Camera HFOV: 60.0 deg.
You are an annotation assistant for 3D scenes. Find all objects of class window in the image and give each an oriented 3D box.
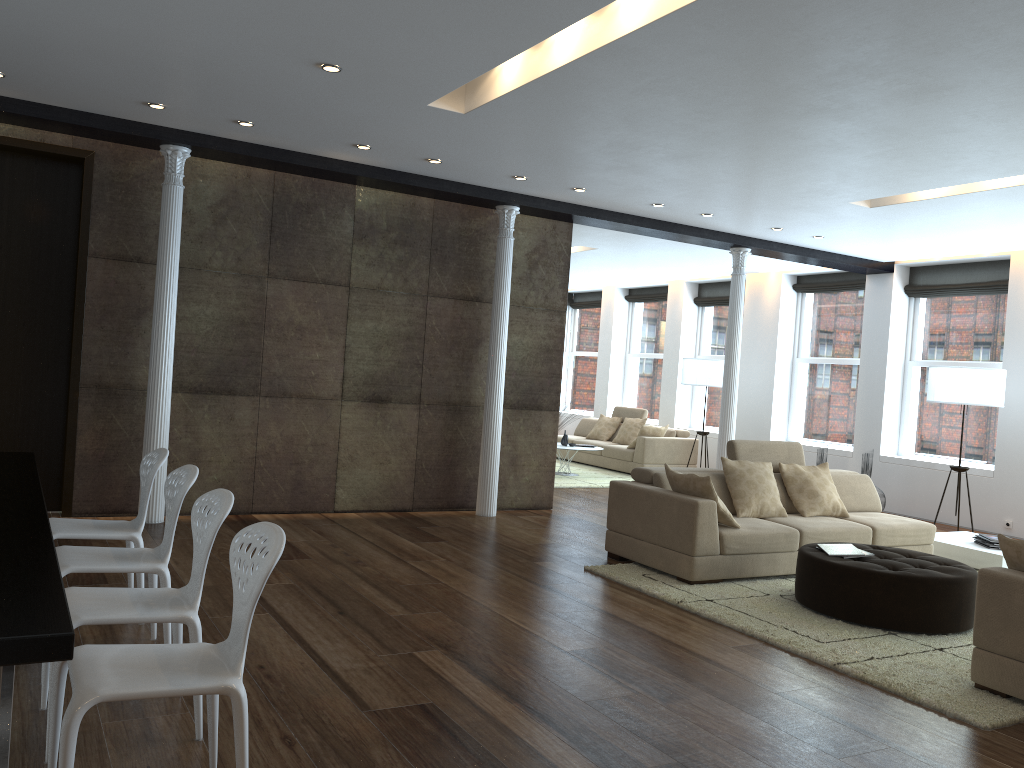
[{"bbox_3d":[2.402,-0.460,15.235,0.123,2.400,1.444,4,1,-30],"label":"window"},{"bbox_3d":[3.287,-0.378,13.676,0.123,2.400,1.345,4,1,-30],"label":"window"},{"bbox_3d":[4.307,-0.284,11.880,0.123,2.400,1.391,4,1,-30],"label":"window"},{"bbox_3d":[0.468,-0.621,17.109,1.474,2.400,0.123,4,1,-30],"label":"window"},{"bbox_3d":[5.201,-0.202,10.306,0.123,2.400,1.432,4,1,-30],"label":"window"},{"bbox_3d":[3.768,0.129,25.218,34.761,17.917,13.698,4,1,-30],"label":"window"}]

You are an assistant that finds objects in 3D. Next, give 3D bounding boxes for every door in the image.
[{"bbox_3d":[-3.841,-0.414,6.766,1.000,2.814,0.510,4,1,-30],"label":"door"}]

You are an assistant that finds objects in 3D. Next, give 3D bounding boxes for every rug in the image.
[{"bbox_3d":[3.079,1.491,6.041,4.231,0.020,2.972,4,1,-30],"label":"rug"},{"bbox_3d":[0.508,1.224,13.148,2.972,0.020,4.231,4,1,-30],"label":"rug"}]

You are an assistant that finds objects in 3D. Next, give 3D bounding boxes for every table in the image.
[{"bbox_3d":[-2.309,0.780,3.059,1.200,0.733,3.400,4,1,-30],"label":"table"},{"bbox_3d":[0.730,1.045,12.165,1.022,0.393,1.022,4,1,15],"label":"table"},{"bbox_3d":[4.043,1.447,7.625,0.900,0.170,0.900,4,1,-30],"label":"table"}]

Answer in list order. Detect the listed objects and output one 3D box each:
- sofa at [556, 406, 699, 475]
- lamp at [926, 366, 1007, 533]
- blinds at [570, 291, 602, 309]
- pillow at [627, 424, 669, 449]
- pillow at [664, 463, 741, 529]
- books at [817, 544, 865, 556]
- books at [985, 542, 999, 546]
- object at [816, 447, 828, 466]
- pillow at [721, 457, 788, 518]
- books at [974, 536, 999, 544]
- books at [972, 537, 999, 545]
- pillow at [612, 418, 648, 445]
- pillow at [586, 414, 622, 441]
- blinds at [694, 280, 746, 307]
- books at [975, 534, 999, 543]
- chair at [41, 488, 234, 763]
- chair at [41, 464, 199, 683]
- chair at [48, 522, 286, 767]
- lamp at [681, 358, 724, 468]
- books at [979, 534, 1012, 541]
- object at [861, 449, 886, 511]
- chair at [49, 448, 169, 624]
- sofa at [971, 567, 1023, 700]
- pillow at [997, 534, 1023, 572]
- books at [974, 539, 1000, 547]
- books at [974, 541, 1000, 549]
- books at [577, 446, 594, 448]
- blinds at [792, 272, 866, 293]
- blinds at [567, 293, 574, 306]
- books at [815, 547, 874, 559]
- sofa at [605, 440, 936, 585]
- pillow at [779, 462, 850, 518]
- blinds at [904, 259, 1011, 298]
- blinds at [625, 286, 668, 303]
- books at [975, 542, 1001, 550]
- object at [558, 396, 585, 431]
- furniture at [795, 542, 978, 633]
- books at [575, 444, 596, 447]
[{"bbox_3d":[1.648,0.832,13.753,1.018,0.950,2.581,4,1,-30],"label":"sofa"},{"bbox_3d":[4.509,0.701,8.913,0.698,1.728,0.698,4,1,-6],"label":"lamp"},{"bbox_3d":[1.528,-1.591,16.768,0.156,0.327,1.377,4,1,-30],"label":"blinds"},{"bbox_3d":[1.961,0.758,12.758,0.518,0.393,0.395,4,1,-33],"label":"pillow"},{"bbox_3d":[1.330,0.789,6.266,0.395,0.393,0.518,4,1,-26],"label":"pillow"},{"bbox_3d":[2.082,1.052,5.625,0.220,0.040,0.301,4,1,5],"label":"books"},{"bbox_3d":[4.078,1.332,7.433,0.220,0.010,0.300,4,1,20],"label":"books"},{"bbox_3d":[3.670,1.099,10.546,0.458,0.781,0.458,4,1,-30],"label":"object"},{"bbox_3d":[1.873,0.799,6.849,0.534,0.439,0.301,4,1,-26],"label":"pillow"},{"bbox_3d":[4.079,1.313,7.433,0.220,0.010,0.300,4,1,-15],"label":"books"},{"bbox_3d":[4.054,1.321,7.436,0.220,0.010,0.300,4,1,-5],"label":"books"},{"bbox_3d":[1.793,0.715,13.536,0.301,0.439,0.534,4,1,-33],"label":"pillow"},{"bbox_3d":[1.473,0.697,14.073,0.368,0.416,0.519,4,1,-34],"label":"pillow"},{"bbox_3d":[3.305,-1.394,13.634,0.156,0.393,1.342,4,1,-30],"label":"blinds"},{"bbox_3d":[4.055,1.301,7.435,0.220,0.010,0.300,4,1,5],"label":"books"},{"bbox_3d":[-1.327,0.797,3.167,0.581,0.835,0.495,4,1,-30],"label":"chair"},{"bbox_3d":[-1.683,0.764,3.812,0.581,0.835,0.495,4,1,-30],"label":"chair"},{"bbox_3d":[-0.985,0.829,2.555,0.581,0.835,0.495,4,1,-30],"label":"chair"},{"bbox_3d":[2.640,0.527,12.205,0.698,1.728,0.698,4,1,-6],"label":"lamp"},{"bbox_3d":[4.081,1.294,7.433,0.220,0.010,0.300,4,1,10],"label":"books"},{"bbox_3d":[4.088,1.133,10.249,0.458,0.781,0.458,4,1,-30],"label":"object"},{"bbox_3d":[-2.044,0.732,4.406,0.581,0.835,0.495,4,1,-30],"label":"chair"},{"bbox_3d":[3.545,1.078,4.405,2.581,0.950,1.021,4,1,-30],"label":"sofa"},{"bbox_3d":[2.563,0.903,4.096,0.395,0.393,0.518,4,1,-33],"label":"pillow"},{"bbox_3d":[4.052,1.340,7.436,0.220,0.010,0.300,4,1,5],"label":"books"},{"bbox_3d":[4.077,1.352,7.434,0.220,0.010,0.300,4,1,-10],"label":"books"},{"bbox_3d":[0.991,0.860,12.287,0.300,0.010,0.220,4,1,5],"label":"books"},{"bbox_3d":[4.330,-1.359,11.837,0.156,0.275,1.396,4,1,-30],"label":"blinds"},{"bbox_3d":[0.573,-1.670,17.014,1.442,0.312,0.155,4,1,-30],"label":"blinds"},{"bbox_3d":[2.108,1.061,5.623,0.219,0.031,0.300,4,1,-15],"label":"books"},{"bbox_3d":[2.091,0.943,6.964,2.581,0.950,1.021,4,1,-30],"label":"sofa"},{"bbox_3d":[2.420,0.846,7.147,0.519,0.416,0.368,4,1,-25],"label":"pillow"},{"bbox_3d":[5.206,-1.217,10.256,0.183,0.395,1.431,4,1,-30],"label":"blinds"},{"bbox_3d":[2.426,-1.535,15.190,0.156,0.275,1.442,4,1,-30],"label":"blinds"},{"bbox_3d":[4.051,1.359,7.436,0.220,0.010,0.300,4,1,5],"label":"books"},{"bbox_3d":[0.574,0.688,15.221,1.119,1.014,1.125,3,1,-43],"label":"object"},{"bbox_3d":[2.340,1.256,5.582,1.057,0.355,1.057,4,1,-28],"label":"furniture"},{"bbox_3d":[0.994,0.851,12.312,0.300,0.010,0.220,4,1,-15],"label":"books"}]
